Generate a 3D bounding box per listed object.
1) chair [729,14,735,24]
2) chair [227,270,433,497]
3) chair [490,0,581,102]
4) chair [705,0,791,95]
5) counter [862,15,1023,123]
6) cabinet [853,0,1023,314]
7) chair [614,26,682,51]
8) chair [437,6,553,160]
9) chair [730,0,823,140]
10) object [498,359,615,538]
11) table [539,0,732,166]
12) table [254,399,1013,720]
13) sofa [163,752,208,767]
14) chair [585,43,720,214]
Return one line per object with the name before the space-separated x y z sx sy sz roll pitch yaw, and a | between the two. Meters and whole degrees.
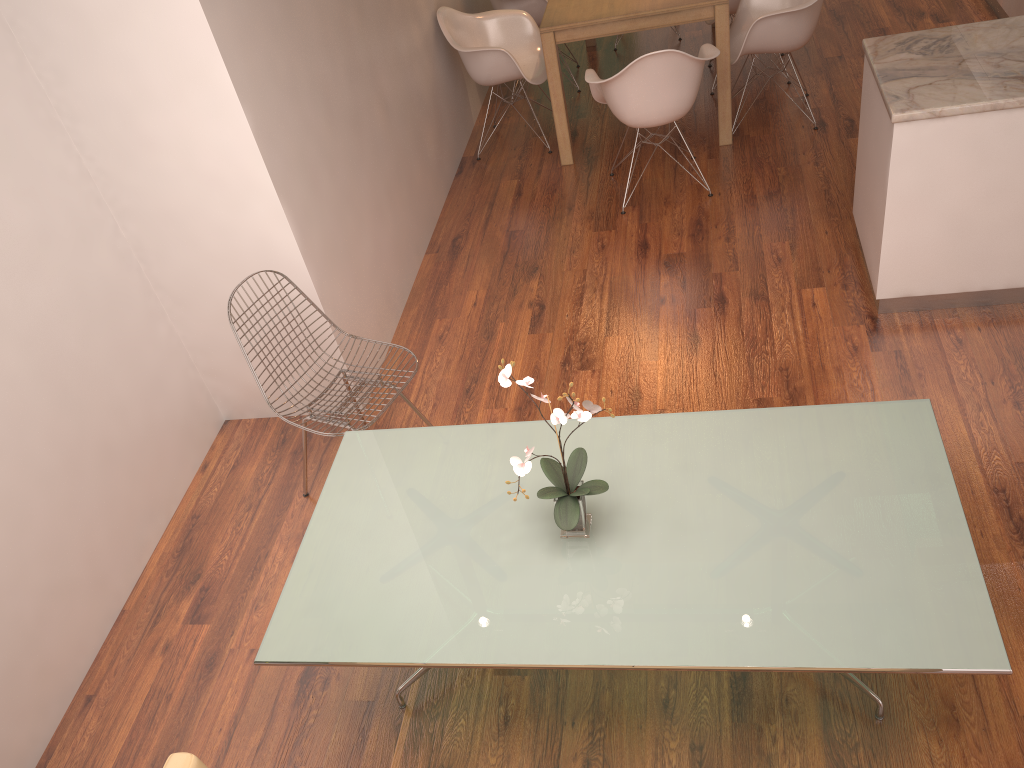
chair | 1.704 -2.851 6.051 0.644 0.888 0.651 -6 41 9
chair | -0.677 0.010 3.447 0.558 0.942 0.522 12 47 28
chair | 0.121 -2.524 6.188 0.644 0.901 0.652 -10 40 6
chair | 1.539 -2.402 5.590 0.644 0.901 0.651 -6 41 9
counter | 1.776 -2.466 3.770 3.225 1.412 2.921 -3 41 14
cabinet | 2.565 -2.579 4.300 1.919 2.383 4.041 -3 41 13
chair | 0.979 -3.069 6.550 0.686 0.901 0.612 -6 41 9
chair | -0.061 -1.964 5.591 0.644 0.901 0.652 -3 41 13
chair | 1.532 -1.960 5.074 0.644 0.901 0.651 -6 41 9
object | 0.131 0.156 2.346 0.299 0.617 0.353 -7 41 9
table | 0.867 -2.354 5.789 1.029 0.848 1.974 -3 41 14
table | 0.320 0.616 2.695 1.876 0.586 0.895 -4 41 14
sofa | 0.110 1.321 1.710 1.806 0.877 0.837 -4 41 14
chair | 0.756 -1.441 4.717 0.685 0.901 0.613 -13 40 2
